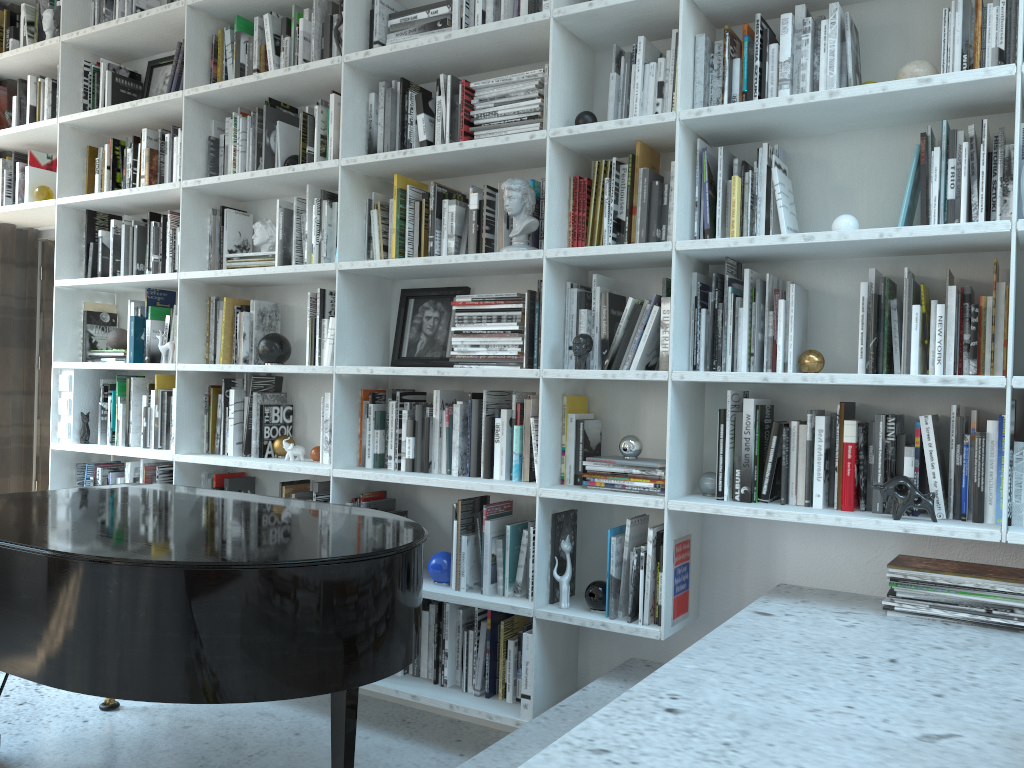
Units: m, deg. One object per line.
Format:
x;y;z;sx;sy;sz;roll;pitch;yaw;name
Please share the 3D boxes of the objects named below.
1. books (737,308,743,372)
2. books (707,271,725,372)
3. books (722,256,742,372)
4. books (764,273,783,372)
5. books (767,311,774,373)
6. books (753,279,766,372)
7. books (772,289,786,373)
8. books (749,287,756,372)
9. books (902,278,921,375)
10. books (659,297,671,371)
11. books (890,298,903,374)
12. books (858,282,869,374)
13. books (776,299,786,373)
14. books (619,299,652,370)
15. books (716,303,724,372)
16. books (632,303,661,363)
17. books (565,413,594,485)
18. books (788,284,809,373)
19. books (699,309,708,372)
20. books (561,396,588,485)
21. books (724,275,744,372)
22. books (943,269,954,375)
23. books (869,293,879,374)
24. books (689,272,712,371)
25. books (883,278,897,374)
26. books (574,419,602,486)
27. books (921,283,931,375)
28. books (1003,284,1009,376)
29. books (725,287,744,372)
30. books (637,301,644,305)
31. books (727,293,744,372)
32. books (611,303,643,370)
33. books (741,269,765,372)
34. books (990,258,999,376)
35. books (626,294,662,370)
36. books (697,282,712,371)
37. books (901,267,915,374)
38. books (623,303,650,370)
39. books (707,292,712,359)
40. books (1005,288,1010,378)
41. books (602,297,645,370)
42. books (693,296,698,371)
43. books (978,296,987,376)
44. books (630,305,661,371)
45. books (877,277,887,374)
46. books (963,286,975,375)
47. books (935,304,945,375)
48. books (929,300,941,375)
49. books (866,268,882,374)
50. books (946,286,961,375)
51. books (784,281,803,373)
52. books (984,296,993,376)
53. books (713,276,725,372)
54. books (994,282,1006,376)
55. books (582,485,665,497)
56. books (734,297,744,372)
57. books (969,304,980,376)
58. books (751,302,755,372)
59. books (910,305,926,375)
0.694;-0.122;2.603;0.013;0.186;0.184;2;0;31;books
0.623;-0.179;2.656;0.018;0.295;0.177;2;0;31;books
0.659;-0.201;2.653;0.007;0.342;0.149;2;0;31;books
0.762;-0.170;2.586;0.006;0.285;0.159;2;0;31;books
0.768;-0.117;2.580;0.013;0.179;0.140;2;0;31;books
0.737;-0.162;2.583;0.012;0.267;0.183;2;0;31;books
0.783;-0.146;2.562;0.015;0.238;0.176;2;0;31;books
0.725;-0.152;2.606;0.007;0.247;0.153;2;0;31;books
1.070;-0.146;2.374;0.018;0.251;0.184;2;0;31;books
0.499;-0.146;2.713;0.029;0.223;0.171;2;0;31;books
1.058;-0.125;2.427;0.031;0.208;0.122;2;0;31;books
0.980;-0.148;2.452;0.019;0.252;0.130;2;0;31;books
0.794;-0.130;2.552;0.014;0.207;0.180;2;0;31;books
0.411;-0.147;2.792;0.095;0.226;0.144;2;0;31;books
0.643;-0.133;2.650;0.013;0.204;0.154;2;0;31;books
0.439;-0.141;2.779;0.090;0.215;0.139;2;0;31;books
0.222;0.211;2.901;0.027;0.229;0.141;2;0;31;books
0.821;-0.152;2.543;0.013;0.251;0.172;2;0;31;books
0.601;-0.126;2.675;0.015;0.188;0.168;2;0;31;books
0.206;0.182;2.911;0.012;0.285;0.159;2;0;31;books
0.656;-0.172;2.626;0.005;0.284;0.159;2;0;31;books
1.151;-0.156;2.336;0.006;0.274;0.173;2;0;31;books
1.000;-0.130;2.422;0.015;0.216;0.177;2;0;31;books
0.576;-0.181;2.700;0.014;0.298;0.148;2;0;31;books
1.031;-0.151;2.420;0.008;0.259;0.158;2;0;31;books
0.248;0.221;2.888;0.030;0.210;0.136;2;0;31;books
1.117;-0.141;2.380;0.030;0.244;0.135;2;0;31;books
1.278;-0.133;2.293;0.007;0.235;0.131;2;0;31;books
0.665;-0.154;2.624;0.013;0.248;0.165;2;0;31;books
0.387;-0.145;2.799;0.088;0.220;0.138;2;0;31;books
0.670;-0.143;2.609;0.011;0.226;0.188;2;0;31;books
0.387;-0.140;2.783;0.089;0.210;0.175;2;0;31;books
0.707;-0.177;2.594;0.014;0.297;0.175;2;0;31;books
1.241;-0.164;2.279;0.007;0.295;0.162;2;0;31;books
0.431;-0.154;2.773;0.094;0.238;0.149;2;0;31;books
0.586;-0.165;2.672;0.010;0.266;0.158;2;0;31;books
1.073;-0.163;2.402;0.007;0.285;0.159;2;0;31;books
0.418;-0.139;2.783;0.090;0.212;0.143;2;0;31;books
0.617;-0.151;2.676;0.011;0.239;0.136;2;0;31;books
1.280;-0.127;2.282;0.009;0.224;0.146;2;0;31;books
0.370;-0.149;2.787;0.095;0.228;0.190;2;0;31;books
0.580;-0.145;2.683;0.012;0.226;0.147;2;0;31;books
1.227;-0.119;2.307;0.016;0.205;0.141;2;0;31;books
0.444;-0.135;2.764;0.091;0.205;0.169;2;0;31;books
1.022;-0.153;2.426;0.015;0.262;0.149;2;0;31;books
1.197;-0.133;2.323;0.021;0.232;0.155;2;0;31;books
1.138;-0.110;2.340;0.019;0.183;0.190;2;0;31;books
1.126;-0.117;2.352;0.015;0.195;0.175;2;0;31;books
1.002;-0.167;2.454;0.016;0.290;0.131;2;0;31;books
1.160;-0.133;2.330;0.018;0.229;0.182;2;0;31;books
0.809;-0.157;2.549;0.014;0.261;0.142;2;0;31;books
1.235;-0.118;2.291;0.013;0.204;0.158;2;0;31;books
0.633;-0.172;2.649;0.006;0.281;0.155;2;0;31;books
1.265;-0.136;2.296;0.019;0.241;0.134;2;0;31;books
0.378;0.323;2.733;0.285;0.012;0.159;1;0;34;books
0.686;-0.139;2.613;0.013;0.218;0.160;2;0;31;books
1.199;-0.108;2.291;0.016;0.180;0.189;2;0;31;books
0.731;-0.130;2.599;0.013;0.203;0.167;2;0;31;books
1.085;-0.111;2.364;0.018;0.182;0.182;2;0;31;books
